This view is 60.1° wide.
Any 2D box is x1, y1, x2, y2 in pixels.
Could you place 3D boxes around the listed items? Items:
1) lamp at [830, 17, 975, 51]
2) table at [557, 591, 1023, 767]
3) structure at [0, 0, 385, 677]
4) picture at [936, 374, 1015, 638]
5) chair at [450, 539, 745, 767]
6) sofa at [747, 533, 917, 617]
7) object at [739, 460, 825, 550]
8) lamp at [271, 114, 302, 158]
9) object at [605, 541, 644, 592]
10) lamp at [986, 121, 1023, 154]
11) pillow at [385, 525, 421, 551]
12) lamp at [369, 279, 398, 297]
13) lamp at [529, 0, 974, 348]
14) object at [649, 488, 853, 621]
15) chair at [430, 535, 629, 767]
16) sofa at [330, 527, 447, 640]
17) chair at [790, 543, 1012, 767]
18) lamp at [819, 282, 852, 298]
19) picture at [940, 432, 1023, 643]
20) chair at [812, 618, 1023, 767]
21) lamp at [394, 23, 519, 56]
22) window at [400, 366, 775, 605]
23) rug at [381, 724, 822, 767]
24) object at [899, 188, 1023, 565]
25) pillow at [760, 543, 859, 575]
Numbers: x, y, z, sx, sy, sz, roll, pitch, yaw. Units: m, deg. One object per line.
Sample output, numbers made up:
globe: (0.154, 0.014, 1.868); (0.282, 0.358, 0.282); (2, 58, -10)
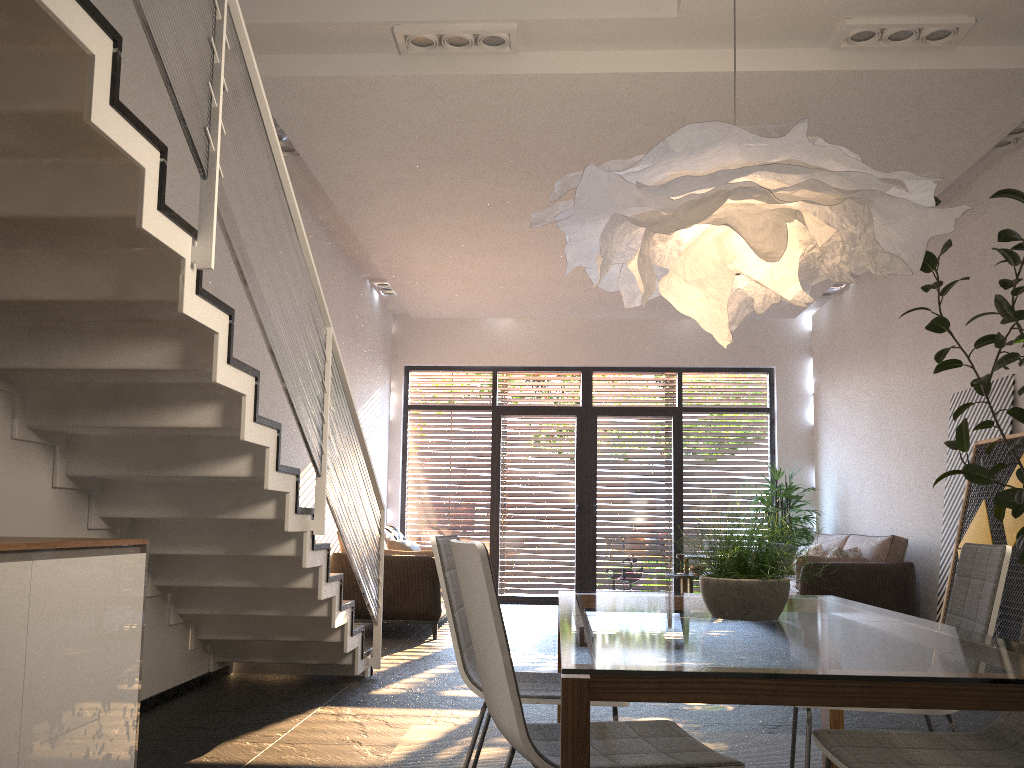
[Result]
lamp: (2.029, -1.841, 4.623); (0.645, 0.066, 0.255); (0, -9, 3)
table: (0.620, 0.979, 2.323); (0.997, 0.710, 1.812); (0, -9, 3)
structure: (0.156, -2.935, 1.764); (4.234, 8.258, 8.516); (0, -8, 3)
picture: (3.304, 1.004, 6.357); (0.207, 2.007, 0.964); (1, -7, 3)
chair: (0.161, 0.820, 2.008); (0.602, 0.914, 0.478); (2, -7, -11)
sofa: (2.885, 1.859, 8.294); (0.993, 0.913, 2.337); (0, -9, 3)
object: (3.006, 1.719, 9.946); (0.980, 1.713, 0.917); (5, -8, -32)
lamp: (-1.574, -1.682, 5.948); (0.253, 0.066, 0.649); (0, -9, 3)
object: (-0.006, -0.958, 4.039); (0.365, 4.446, 8.965); (-1, -9, 14)
lamp: (3.247, -1.651, 5.705); (0.253, 0.066, 0.649); (0, -9, 3)
pillow: (-1.176, 1.792, 9.005); (0.956, 0.703, 1.024); (-3, -9, 27)
lamp: (-1.385, -1.072, 9.772); (0.253, 0.066, 0.649); (0, -9, 3)
lamp: (0.670, -2.668, 2.720); (1.118, 5.181, 1.068); (-1, -6, 14)
object: (0.644, 0.463, 2.388); (0.531, 0.365, 0.672); (1, -8, -2)
chair: (0.056, 0.938, 2.758); (0.601, 0.914, 0.478); (0, -7, 6)
sofa: (-1.022, 1.834, 8.490); (0.993, 0.913, 2.337); (0, -9, 3)
chair: (1.156, 0.943, 2.690); (0.601, 0.914, 0.478); (-1, -7, 12)
lamp: (3.436, -1.041, 9.530); (0.253, 0.066, 0.649); (0, -9, 3)
picture: (3.129, 1.092, 5.587); (0.386, 1.595, 1.507); (1, -7, 3)
chair: (1.026, 0.826, 1.964); (0.601, 0.914, 0.478); (0, -7, 3)
lamp: (-0.290, -1.856, 4.740); (0.645, 0.066, 0.255); (0, -9, 3)
window: (0.915, 1.221, 10.977); (4.941, 3.011, 0.462); (0, -6, 3)
rug: (0.620, 1.331, 2.303); (2.371, 0.006, 3.711); (0, -9, 3)
object: (2.828, 0.132, 4.619); (0.908, 3.180, 2.022); (3, -7, -19)
pillow: (2.762, 1.680, 8.356); (0.618, 0.340, 1.906); (0, -9, 3)
